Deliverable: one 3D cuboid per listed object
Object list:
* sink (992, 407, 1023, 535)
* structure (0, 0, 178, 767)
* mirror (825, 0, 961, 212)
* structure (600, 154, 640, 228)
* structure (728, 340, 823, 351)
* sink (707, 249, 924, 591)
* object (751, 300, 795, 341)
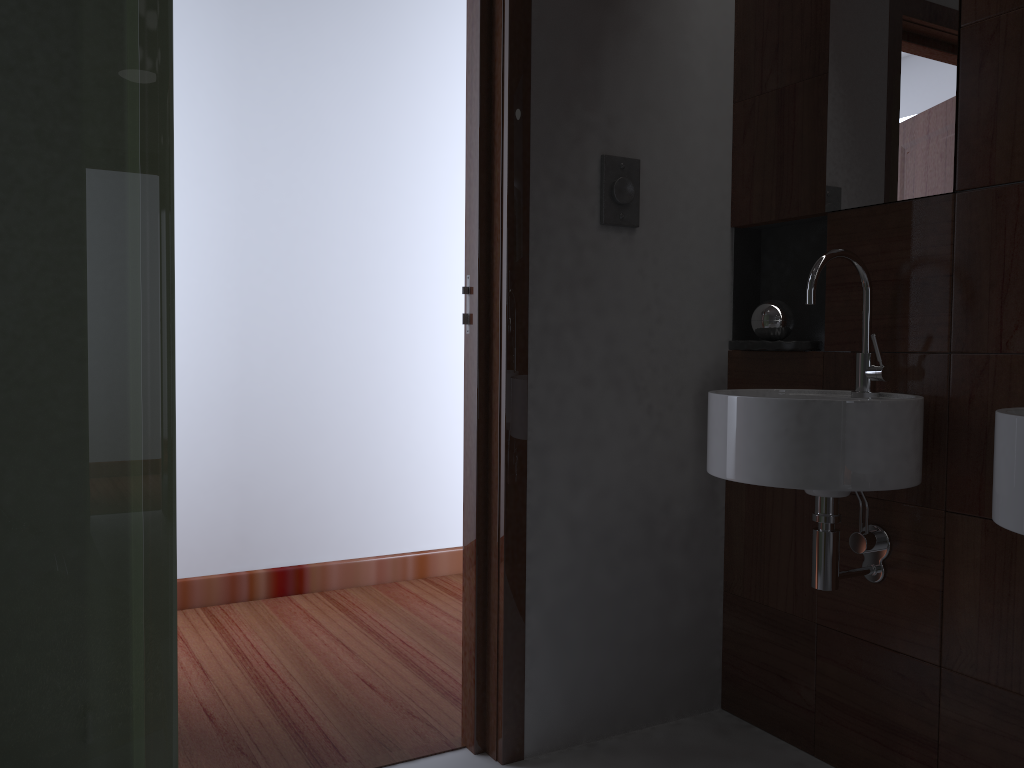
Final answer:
[{"bbox_3d":[0.924,0.105,1.265,0.417,0.715,0.415,-1,3,-29],"label":"sink"},{"bbox_3d":[-0.979,-0.124,1.007,1.015,2.079,0.765,-1,3,-29],"label":"structure"},{"bbox_3d":[0.801,-0.703,1.879,0.010,0.635,0.316,-1,3,-29],"label":"mirror"},{"bbox_3d":[0.261,-0.459,2.116,0.109,0.164,0.028,-1,3,-29],"label":"structure"},{"bbox_3d":[0.645,-0.094,2.178,0.222,0.023,0.220,1,3,20],"label":"structure"},{"bbox_3d":[0.613,0.078,1.814,0.417,0.715,0.415,-1,3,-29],"label":"sink"},{"bbox_3d":[0.944,-0.127,1.623,0.104,0.104,1.350,-1,3,-29],"label":"object"}]
